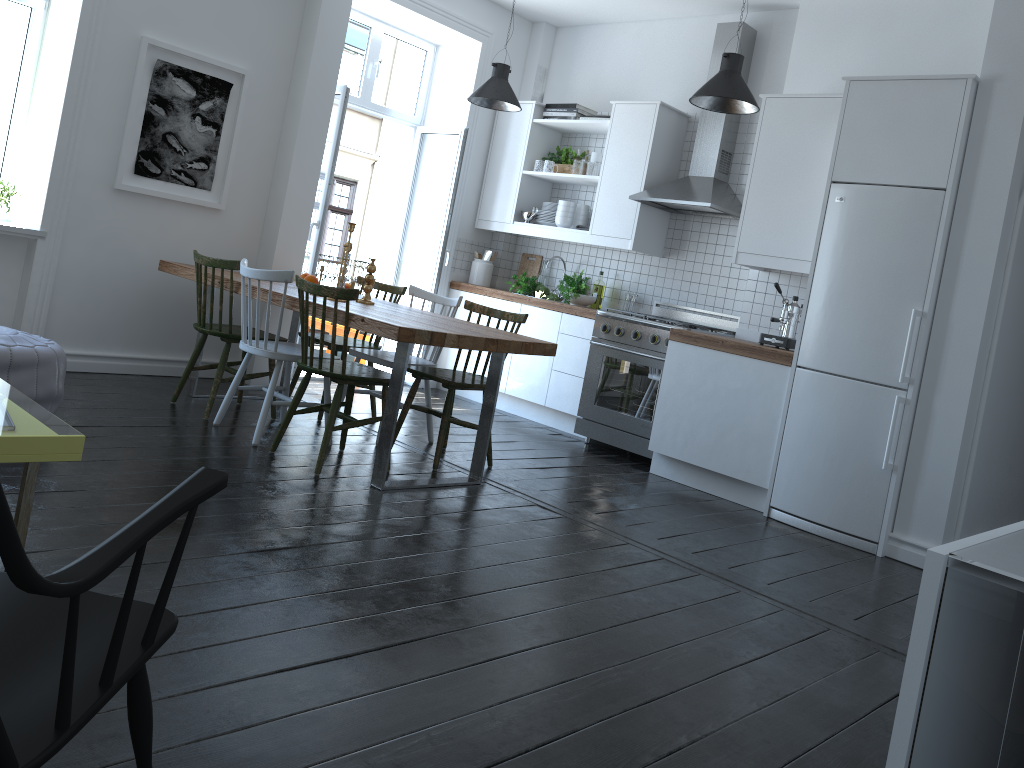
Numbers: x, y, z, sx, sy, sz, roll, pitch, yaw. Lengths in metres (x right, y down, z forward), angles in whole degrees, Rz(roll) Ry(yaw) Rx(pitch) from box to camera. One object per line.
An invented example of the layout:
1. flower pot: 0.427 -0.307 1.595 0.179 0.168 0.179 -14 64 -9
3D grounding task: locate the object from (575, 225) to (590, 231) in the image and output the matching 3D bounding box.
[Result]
1. object: 0.579 -1.135 6.508 0.249 0.042 0.275 15 8 35

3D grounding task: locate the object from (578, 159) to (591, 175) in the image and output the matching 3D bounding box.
1. object: 0.538 -1.591 6.496 0.085 0.119 0.087 10 3 -24

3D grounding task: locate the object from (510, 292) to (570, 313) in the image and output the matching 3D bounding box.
1. object: 0.215 -0.598 6.678 0.377 0.111 0.351 17 9 42

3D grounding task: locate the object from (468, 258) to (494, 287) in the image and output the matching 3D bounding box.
1. object: -0.248 -0.896 7.101 0.172 0.208 0.176 8 4 -43

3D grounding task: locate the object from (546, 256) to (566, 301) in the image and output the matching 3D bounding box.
1. object: 0.374 -0.800 6.764 0.190 0.352 0.273 11 3 19

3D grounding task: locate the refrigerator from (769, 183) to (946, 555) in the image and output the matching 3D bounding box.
1. refrigerator: 1.927 -0.104 4.680 0.583 1.799 0.674 12 1 43

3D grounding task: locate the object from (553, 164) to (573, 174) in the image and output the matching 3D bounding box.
1. object: 0.421 -1.653 6.887 0.398 0.103 0.152 17 8 43

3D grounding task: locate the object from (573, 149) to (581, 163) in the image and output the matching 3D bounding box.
1. object: 0.501 -1.701 6.805 0.060 0.224 0.059 11 1 26

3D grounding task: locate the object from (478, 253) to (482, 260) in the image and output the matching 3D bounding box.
1. object: -0.269 -0.929 7.119 0.060 0.251 0.118 11 1 -18

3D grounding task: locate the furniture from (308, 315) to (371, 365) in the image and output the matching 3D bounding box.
1. furniture: -1.472 -0.427 7.968 0.933 0.374 0.397 16 6 43

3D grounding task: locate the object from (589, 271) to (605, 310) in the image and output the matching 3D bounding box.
1. object: 0.643 -0.700 6.555 0.067 0.282 0.066 11 1 38

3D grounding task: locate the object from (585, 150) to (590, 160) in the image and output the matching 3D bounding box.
1. object: 0.566 -1.692 6.803 0.055 0.233 0.056 10 1 -44

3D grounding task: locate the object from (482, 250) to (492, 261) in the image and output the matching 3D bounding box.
1. object: -0.234 -0.941 7.109 0.065 0.289 0.140 11 1 16

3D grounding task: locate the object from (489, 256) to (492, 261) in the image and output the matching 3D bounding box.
1. object: -0.197 -0.913 7.113 0.051 0.247 0.114 11 1 7

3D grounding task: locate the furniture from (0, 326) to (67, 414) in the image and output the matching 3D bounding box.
1. furniture: -2.209 -0.031 3.688 0.617 0.418 0.611 14 6 37

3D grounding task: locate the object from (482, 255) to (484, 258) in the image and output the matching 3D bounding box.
1. object: -0.223 -0.921 7.134 0.120 0.249 0.033 12 1 43

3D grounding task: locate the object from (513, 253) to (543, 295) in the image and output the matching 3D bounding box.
1. object: 0.130 -0.893 7.157 0.223 0.329 0.040 13 2 43

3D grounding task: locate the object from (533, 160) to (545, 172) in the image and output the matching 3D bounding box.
1. object: 0.216 -1.688 6.869 0.083 0.100 0.108 11 4 12

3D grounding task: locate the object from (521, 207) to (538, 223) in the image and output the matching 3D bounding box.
1. object: 0.133 -1.305 6.806 0.101 0.134 0.213 9 5 -35

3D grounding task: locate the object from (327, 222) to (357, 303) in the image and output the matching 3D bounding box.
1. object: -0.870 -0.628 4.519 0.113 0.410 0.113 11 1 5

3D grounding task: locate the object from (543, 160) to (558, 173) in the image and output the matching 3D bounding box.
1. object: 0.293 -1.661 6.773 0.110 0.100 0.082 13 4 32

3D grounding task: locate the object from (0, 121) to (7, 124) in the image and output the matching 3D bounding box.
1. object: -2.976 -1.192 4.739 0.394 0.565 0.328 11 2 6

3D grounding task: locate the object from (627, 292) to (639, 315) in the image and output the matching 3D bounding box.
1. object: 0.872 -0.577 6.361 0.058 0.172 0.060 10 1 -34

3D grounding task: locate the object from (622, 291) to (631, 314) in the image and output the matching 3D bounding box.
1. object: 0.842 -0.589 6.419 0.058 0.172 0.060 10 1 -34

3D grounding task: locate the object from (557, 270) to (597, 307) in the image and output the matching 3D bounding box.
1. object: 0.471 -0.705 6.404 0.274 0.268 0.336 13 5 33

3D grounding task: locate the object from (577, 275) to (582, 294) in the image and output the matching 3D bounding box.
1. object: 0.505 -0.720 6.740 0.085 0.230 0.085 11 1 8

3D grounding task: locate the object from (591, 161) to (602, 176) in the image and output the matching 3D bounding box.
1. object: 0.629 -1.572 6.482 0.086 0.119 0.086 11 3 11

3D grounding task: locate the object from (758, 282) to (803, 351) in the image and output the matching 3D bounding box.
1. object: 1.576 -0.386 5.098 0.208 0.369 0.350 12 4 43

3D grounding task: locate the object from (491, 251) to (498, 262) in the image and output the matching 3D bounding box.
1. object: -0.189 -0.934 7.105 0.132 0.296 0.056 11 1 22

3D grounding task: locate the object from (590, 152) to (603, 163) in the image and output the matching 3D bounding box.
1. object: 0.631 -1.652 6.725 0.084 0.222 0.086 10 1 -40

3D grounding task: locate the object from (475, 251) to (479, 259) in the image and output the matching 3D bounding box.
1. object: -0.289 -0.937 7.106 0.054 0.262 0.148 11 2 17

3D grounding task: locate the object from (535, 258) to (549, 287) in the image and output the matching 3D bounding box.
1. object: 0.242 -0.847 7.006 0.099 0.317 0.097 11 1 43

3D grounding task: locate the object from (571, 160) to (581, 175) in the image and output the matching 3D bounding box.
1. object: 0.487 -1.609 6.566 0.085 0.119 0.087 10 3 -24

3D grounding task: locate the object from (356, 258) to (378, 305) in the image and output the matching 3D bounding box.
1. object: -0.769 -0.553 4.739 0.100 0.247 0.102 10 1 -24

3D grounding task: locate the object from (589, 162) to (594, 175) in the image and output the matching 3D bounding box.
1. object: 0.598 -1.588 6.563 0.086 0.119 0.086 11 3 11

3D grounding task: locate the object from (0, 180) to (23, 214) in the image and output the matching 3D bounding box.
1. object: -2.817 -1.029 4.773 0.282 0.294 0.289 8 5 -43

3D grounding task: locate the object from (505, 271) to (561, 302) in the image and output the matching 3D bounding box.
1. object: 0.168 -0.694 6.650 0.472 0.307 0.283 12 4 16

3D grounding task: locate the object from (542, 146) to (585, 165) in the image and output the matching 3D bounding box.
1. object: 0.385 -1.754 6.938 0.351 0.254 0.162 14 3 33
